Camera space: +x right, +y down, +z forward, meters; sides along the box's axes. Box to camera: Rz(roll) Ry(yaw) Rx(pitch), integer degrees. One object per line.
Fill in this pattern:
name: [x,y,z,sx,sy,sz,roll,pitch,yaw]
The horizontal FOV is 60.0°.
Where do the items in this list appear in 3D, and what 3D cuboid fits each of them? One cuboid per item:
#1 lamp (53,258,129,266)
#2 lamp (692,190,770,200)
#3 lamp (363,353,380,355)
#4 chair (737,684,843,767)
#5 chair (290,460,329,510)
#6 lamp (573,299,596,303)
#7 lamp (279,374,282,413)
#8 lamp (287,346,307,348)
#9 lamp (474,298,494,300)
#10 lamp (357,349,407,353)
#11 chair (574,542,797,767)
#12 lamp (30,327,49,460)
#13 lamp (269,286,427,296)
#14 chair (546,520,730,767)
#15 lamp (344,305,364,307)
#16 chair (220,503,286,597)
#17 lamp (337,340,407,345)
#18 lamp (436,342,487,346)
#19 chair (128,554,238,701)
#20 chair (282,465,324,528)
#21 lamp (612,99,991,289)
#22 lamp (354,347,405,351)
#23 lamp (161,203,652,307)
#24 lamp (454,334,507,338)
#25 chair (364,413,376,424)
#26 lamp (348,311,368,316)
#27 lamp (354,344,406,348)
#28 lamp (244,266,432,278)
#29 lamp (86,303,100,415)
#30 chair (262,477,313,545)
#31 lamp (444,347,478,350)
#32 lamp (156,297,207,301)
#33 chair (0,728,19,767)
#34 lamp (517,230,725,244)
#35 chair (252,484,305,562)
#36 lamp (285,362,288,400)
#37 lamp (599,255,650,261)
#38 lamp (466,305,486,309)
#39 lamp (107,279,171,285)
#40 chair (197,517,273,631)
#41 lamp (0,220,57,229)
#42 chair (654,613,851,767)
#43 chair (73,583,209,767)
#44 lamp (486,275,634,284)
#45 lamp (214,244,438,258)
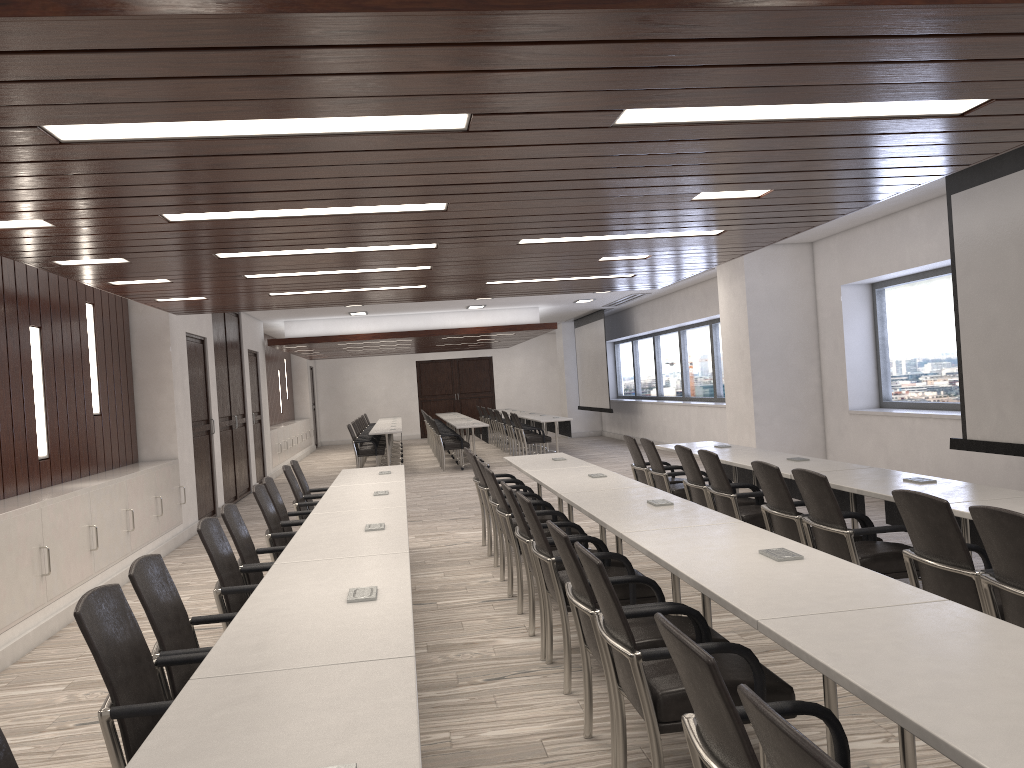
lamp: [-2.790,-0.835,5.877,0.464,0.045,0.236,-4,0,-7]
lamp: [1.246,-1.104,5.059,0.421,0.046,0.236,-4,0,-7]
lamp: [-3.370,-0.812,22.775,1.496,0.045,0.236,-4,0,-7]
chair: [0.748,0.965,1.445,0.638,0.939,0.513,-4,0,-7]
chair: [-1.591,1.115,7.802,0.638,0.939,0.513,-4,0,-8]
lamp: [1.350,-1.600,16.533,0.324,0.120,0.519,-4,0,-7]
lamp: [-5.647,0.183,21.401,0.094,1.058,0.236,-4,0,-7]
lamp: [-4.238,-0.748,17.343,0.464,0.045,0.236,-4,0,-7]
lamp: [-0.446,-1.478,14.580,0.324,0.120,0.519,-4,0,-7]
lamp: [-3.205,-0.821,21.466,1.496,0.045,0.236,-4,0,-7]
chair: [0.562,0.976,2.940,0.638,0.939,0.513,-4,0,-7]
lamp: [-3.839,0.075,7.098,0.094,1.058,0.236,-4,0,-7]
lamp: [-1.563,-0.919,8.472,1.496,0.045,0.236,-4,0,-7]
chair: [0.487,0.980,3.455,0.638,0.939,0.513,-4,0,-7]
lamp: [-2.563,-1.336,14.312,0.324,0.120,0.519,-4,0,-7]
chair: [-1.201,1.092,4.781,0.638,0.939,0.513,-4,0,-8]
lamp: [-2.708,-0.851,17.537,1.496,0.045,0.236,-4,0,-7]
lamp: [-1.027,-0.966,20.633,1.496,0.045,0.236,-4,0,-7]
chair: [-1.024,1.081,3.273,0.638,0.939,0.513,-4,0,-7]
chair: [-1.524,1.111,7.277,0.638,0.939,0.513,-4,0,-8]
lamp: [2.040,-1.415,9.092,1.499,0.552,12.001,-4,0,9]
lamp: [-3.067,-0.830,20.374,1.496,0.045,0.236,-4,0,-7]
lamp: [0.690,-1.327,11.266,1.469,0.552,14.295,-4,0,16]
lamp: [-0.668,-0.988,17.796,1.496,0.045,0.236,-4,0,-7]
chair: [-3.618,1.236,23.856,0.638,0.939,0.513,-4,0,-7]
lamp: [-2.777,-1.323,16.009,0.324,0.120,0.519,-4,0,-7]
lamp: [-2.901,-0.840,19.065,1.496,0.045,0.236,-4,0,-7]
lamp: [-1.397,-0.929,7.163,1.496,0.045,0.236,-4,0,-7]
lamp: [-4.026,-0.233,8.407,0.094,1.058,0.236,-4,0,-7]
chair: [-1.404,1.104,6.282,0.638,0.939,0.513,-4,0,-8]
lamp: [-1.330,-0.948,23.034,1.496,0.045,0.236,-4,0,-7]
lamp: [-3.093,-0.817,8.278,0.464,0.045,0.236,-4,0,-7]
chair: [-0.821,1.069,1.772,0.638,0.939,0.513,-4,0,-8]
lamp: [0.781,-1.074,6.330,1.496,0.045,0.236,-4,0,-7]
chair: [-1.324,1.099,5.768,0.638,0.939,0.513,-4,0,-7]
lamp: [-5.833,-0.125,22.710,0.094,1.058,0.236,-4,0,-7]
lamp: [0.942,-1.086,7.460,0.421,0.046,0.236,-4,0,-7]
lamp: [-0.661,-1.465,16.278,0.324,0.120,0.519,-4,0,-7]
lamp: [-2.927,-0.826,6.969,0.464,0.045,0.236,-4,0,-7]
chair: [-1.134,1.088,4.254,0.638,0.939,0.513,-4,0,-7]
lamp: [-2.624,-0.844,4.568,0.464,0.045,0.236,-4,0,-7]
chair: [0.682,0.969,1.957,0.638,0.939,0.513,-4,0,-7]
chair: [-0.950,1.077,2.744,0.638,0.939,0.513,-4,0,-7]
lamp: [0.477,-1.056,8.731,1.496,0.045,0.236,-4,0,-7]
lamp: [-1.259,-0.937,6.071,1.496,0.045,0.236,-4,0,-7]
